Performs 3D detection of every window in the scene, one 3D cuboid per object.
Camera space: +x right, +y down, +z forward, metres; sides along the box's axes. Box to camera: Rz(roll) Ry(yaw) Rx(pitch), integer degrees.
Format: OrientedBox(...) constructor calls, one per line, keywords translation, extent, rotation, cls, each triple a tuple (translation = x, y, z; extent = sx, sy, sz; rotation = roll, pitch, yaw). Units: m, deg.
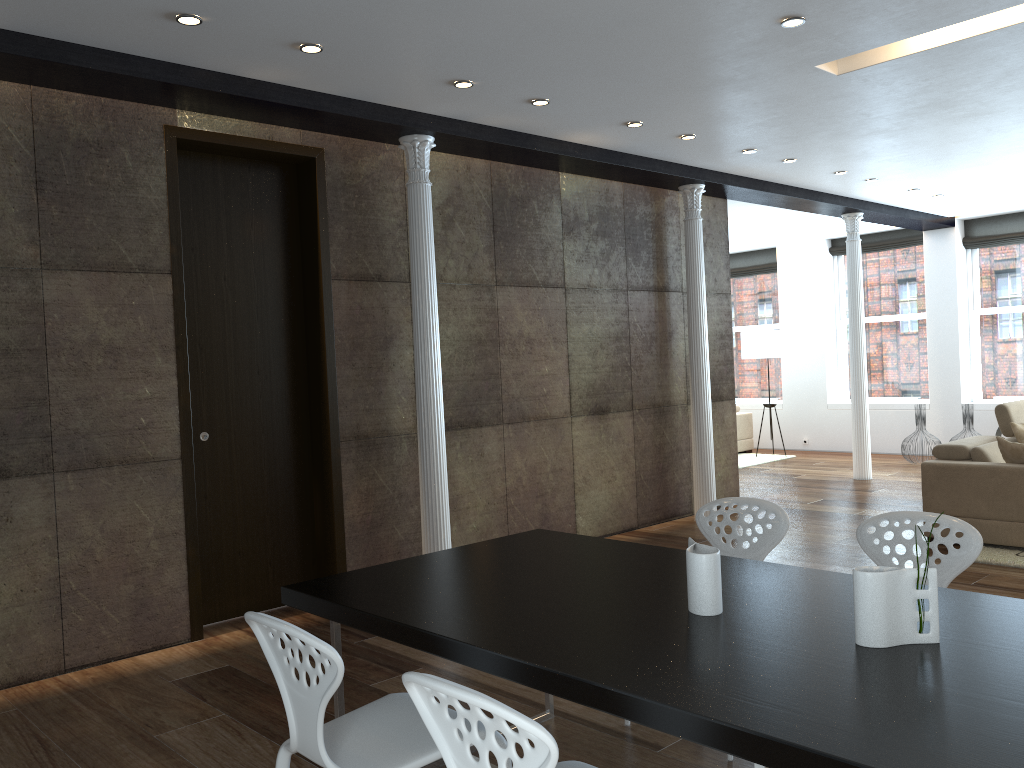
OrientedBox(translation=(5.105, -0.870, 12.155), extent=(0.123, 2.400, 1.391), rotation=(-4, 2, -43), cls="window")
OrientedBox(translation=(3.699, -0.835, 13.670), extent=(0.123, 2.400, 1.345), rotation=(-4, 2, -43), cls="window")
OrientedBox(translation=(6.337, -0.901, 10.827), extent=(0.123, 2.400, 1.432), rotation=(-4, 2, -43), cls="window")

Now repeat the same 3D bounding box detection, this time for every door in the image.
OrientedBox(translation=(-1.620, -0.015, 5.328), extent=(1.000, 2.814, 0.510), rotation=(-4, 2, -43), cls="door")

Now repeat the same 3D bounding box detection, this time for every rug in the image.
OrientedBox(translation=(1.325, 1.094, 12.568), extent=(2.972, 0.020, 4.231), rotation=(-4, 2, -43), cls="rug")
OrientedBox(translation=(5.460, 1.029, 6.237), extent=(4.231, 0.020, 2.972), rotation=(-4, 2, -43), cls="rug")

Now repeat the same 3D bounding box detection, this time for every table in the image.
OrientedBox(translation=(0.847, 0.975, 2.096), extent=(1.200, 0.733, 3.400), rotation=(-4, 2, -43), cls="table")

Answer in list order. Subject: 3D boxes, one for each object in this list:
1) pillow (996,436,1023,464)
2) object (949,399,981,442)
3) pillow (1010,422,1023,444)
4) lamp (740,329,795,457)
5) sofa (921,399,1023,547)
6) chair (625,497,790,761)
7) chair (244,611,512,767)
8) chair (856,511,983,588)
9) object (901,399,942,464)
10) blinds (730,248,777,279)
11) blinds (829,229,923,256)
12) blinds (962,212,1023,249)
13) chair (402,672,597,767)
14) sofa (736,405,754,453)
OrientedBox(translation=(3.634, 0.546, 6.042), extent=(0.395, 0.393, 0.518), rotation=(-4, 2, -39), cls="pillow")
OrientedBox(translation=(5.434, 0.560, 10.553), extent=(0.458, 0.781, 0.458), rotation=(-4, 2, -44), cls="object")
OrientedBox(translation=(4.028, 0.491, 6.733), extent=(0.534, 0.439, 0.301), rotation=(-4, 2, -39), cls="pillow")
OrientedBox(translation=(3.516, 0.140, 12.114), extent=(0.698, 1.728, 0.698), rotation=(-3, 1, -19), cls="lamp")
OrientedBox(translation=(4.229, 0.608, 6.898), extent=(2.581, 0.950, 1.021), rotation=(-4, 2, -43), cls="sofa")
OrientedBox(translation=(0.791, 0.897, 3.466), extent=(0.581, 0.835, 0.495), rotation=(-4, 2, -43), cls="chair")
OrientedBox(translation=(-0.379, 0.976, 2.379), extent=(0.581, 0.835, 0.495), rotation=(-4, 2, -43), cls="chair")
OrientedBox(translation=(1.278, 0.884, 2.970), extent=(0.581, 0.835, 0.495), rotation=(-4, 2, -43), cls="chair")
OrientedBox(translation=(4.958, 0.578, 10.747), extent=(0.458, 0.781, 0.458), rotation=(-4, 2, -44), cls="object")
OrientedBox(translation=(3.604, -1.845, 13.607), extent=(0.156, 0.393, 1.342), rotation=(-4, 2, -43), cls="blinds")
OrientedBox(translation=(5.008, -1.940, 12.090), extent=(0.156, 0.275, 1.396), rotation=(-4, 2, -43), cls="blinds")
OrientedBox(translation=(6.232, -1.910, 10.753), extent=(0.183, 0.395, 1.431), rotation=(-4, 2, -43), cls="blinds")
OrientedBox(translation=(0.099, 0.964, 1.865), extent=(0.581, 0.835, 0.495), rotation=(-4, 2, -43), cls="chair")
OrientedBox(translation=(2.242, 0.567, 13.405), extent=(1.018, 0.950, 2.581), rotation=(-4, 2, -43), cls="sofa")
